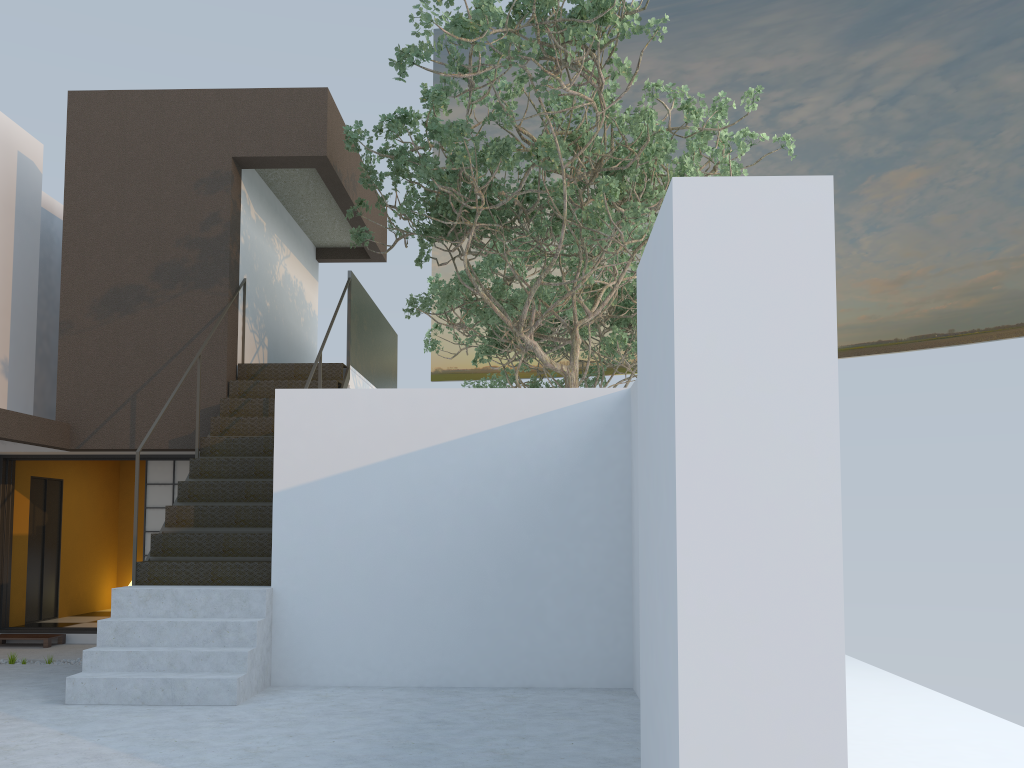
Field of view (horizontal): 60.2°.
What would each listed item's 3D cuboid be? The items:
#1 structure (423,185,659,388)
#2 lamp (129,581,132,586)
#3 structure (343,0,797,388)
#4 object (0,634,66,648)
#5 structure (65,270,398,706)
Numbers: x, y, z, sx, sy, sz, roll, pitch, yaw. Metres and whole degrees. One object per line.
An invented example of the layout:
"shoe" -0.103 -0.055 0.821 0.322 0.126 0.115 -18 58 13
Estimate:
"structure" 1.282 -0.518 15.397 5.514 4.668 7.362 2 -8 -18
"lamp" -5.100 2.863 12.126 0.387 0.496 0.398 1 -6 -9
"structure" 0.510 -1.471 8.836 4.339 3.673 5.793 2 -8 -18
"object" -5.153 2.712 9.328 0.703 0.100 0.353 0 -9 2
"structure" -2.312 0.719 9.277 1.158 3.914 6.612 0 -8 2
